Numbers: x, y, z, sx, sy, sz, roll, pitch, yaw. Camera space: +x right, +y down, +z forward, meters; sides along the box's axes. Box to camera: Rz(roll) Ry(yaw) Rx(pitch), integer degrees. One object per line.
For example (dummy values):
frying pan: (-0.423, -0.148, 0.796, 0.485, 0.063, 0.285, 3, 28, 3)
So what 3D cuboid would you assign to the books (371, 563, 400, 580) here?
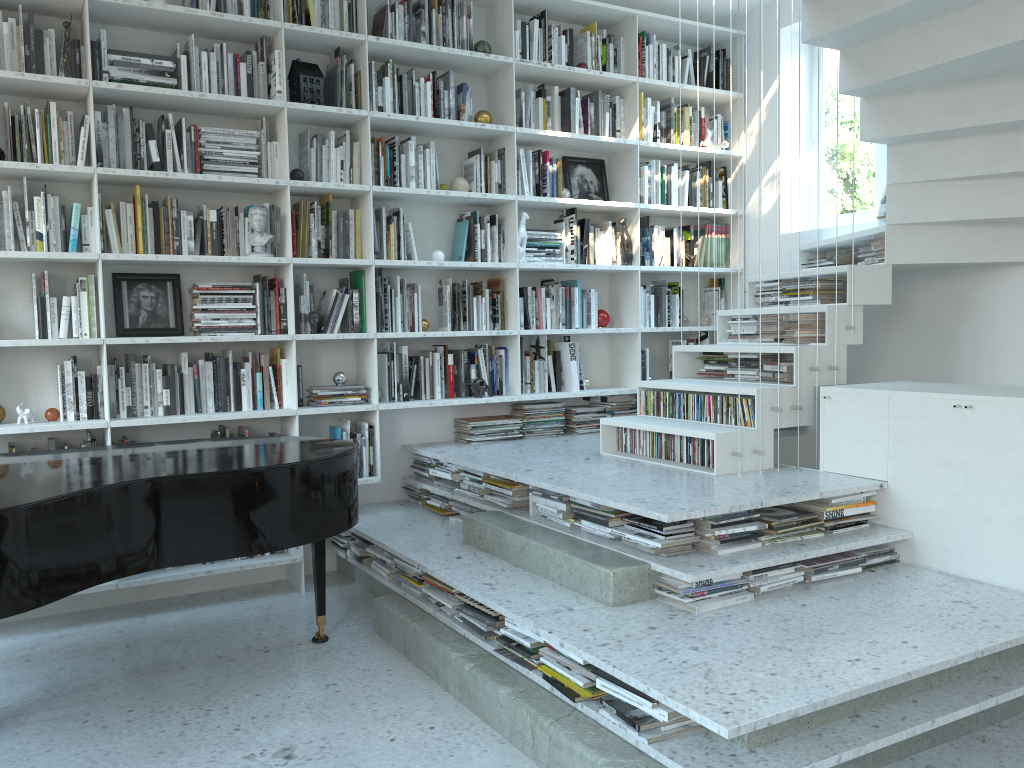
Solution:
books: (-0.526, 0.846, 4.065, 0.177, 0.026, 0.230, -3, 4, -26)

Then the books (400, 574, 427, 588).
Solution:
books: (-0.362, 0.832, 3.798, 0.164, 0.012, 0.205, -3, 4, -29)

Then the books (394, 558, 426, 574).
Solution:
books: (-0.372, 0.762, 3.789, 0.171, 0.015, 0.252, -3, 4, -32)

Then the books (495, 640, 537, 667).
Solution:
books: (0.091, 0.895, 2.994, 0.171, 0.005, 0.297, -3, 4, -30)

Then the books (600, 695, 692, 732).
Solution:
books: (0.377, 0.897, 2.460, 0.187, 0.017, 0.205, -3, 4, -24)

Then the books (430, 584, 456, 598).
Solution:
books: (-0.212, 0.802, 3.525, 0.169, 0.009, 0.241, -3, 4, -29)

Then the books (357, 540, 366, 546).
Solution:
books: (-0.660, 0.767, 4.338, 0.143, 0.019, 0.230, -3, 4, -28)

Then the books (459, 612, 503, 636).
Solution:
books: (-0.057, 0.866, 3.260, 0.147, 0.008, 0.290, -3, 4, -33)

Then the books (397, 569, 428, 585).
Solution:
books: (-0.367, 0.813, 3.794, 0.159, 0.011, 0.246, -3, 4, -33)

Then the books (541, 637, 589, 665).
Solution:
books: (0.229, 0.795, 2.720, 0.182, 0.016, 0.256, -3, 4, -26)

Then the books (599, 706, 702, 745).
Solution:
books: (0.383, 0.928, 2.465, 0.184, 0.017, 0.230, -3, 4, -27)

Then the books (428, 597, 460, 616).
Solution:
books: (-0.216, 0.873, 3.527, 0.161, 0.008, 0.254, -3, 4, -24)

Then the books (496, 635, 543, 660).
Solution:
books: (0.081, 0.870, 2.987, 0.189, 0.013, 0.215, -3, 4, -31)

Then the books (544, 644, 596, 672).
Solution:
books: (0.238, 0.824, 2.727, 0.175, 0.006, 0.251, -3, 4, -29)

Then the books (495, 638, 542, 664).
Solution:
books: (0.087, 0.880, 2.991, 0.180, 0.008, 0.267, -3, 4, -30)

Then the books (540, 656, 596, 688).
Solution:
books: (0.230, 0.866, 2.725, 0.191, 0.015, 0.246, -3, 4, -28)

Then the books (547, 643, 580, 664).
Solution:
books: (0.229, 0.808, 2.721, 0.178, 0.010, 0.195, -3, 4, -24)

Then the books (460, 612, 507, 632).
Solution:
books: (-0.065, 0.857, 3.255, 0.177, 0.011, 0.220, -3, 4, -27)

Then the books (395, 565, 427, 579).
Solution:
books: (-0.372, 0.790, 3.790, 0.169, 0.009, 0.241, -3, 4, -33)

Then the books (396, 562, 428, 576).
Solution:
books: (-0.378, 0.778, 3.786, 0.182, 0.016, 0.198, -3, 4, -24)

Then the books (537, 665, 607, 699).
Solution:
books: (0.228, 0.897, 2.726, 0.191, 0.006, 0.275, -3, 4, -27)

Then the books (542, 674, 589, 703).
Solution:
books: (0.225, 0.917, 2.725, 0.191, 0.016, 0.208, -3, 4, -24)

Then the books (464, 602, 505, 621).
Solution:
books: (-0.054, 0.817, 3.259, 0.142, 0.017, 0.239, -3, 4, -33)

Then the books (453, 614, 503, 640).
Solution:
books: (-0.073, 0.876, 3.252, 0.189, 0.009, 0.290, -3, 4, -26)

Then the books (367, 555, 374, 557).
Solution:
books: (-0.667, 0.811, 4.337, 0.147, 0.012, 0.206, -3, 4, -34)

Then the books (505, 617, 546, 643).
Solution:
books: (0.096, 0.816, 2.992, 0.141, 0.028, 0.222, -4, 4, -34)

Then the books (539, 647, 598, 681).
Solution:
books: (0.231, 0.842, 2.724, 0.168, 0.013, 0.281, -3, 4, -34)

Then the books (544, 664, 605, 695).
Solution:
books: (0.241, 0.890, 2.733, 0.170, 0.006, 0.268, -3, 4, -29)

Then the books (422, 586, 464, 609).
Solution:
books: (-0.219, 0.835, 3.523, 0.182, 0.013, 0.287, -3, 4, -28)

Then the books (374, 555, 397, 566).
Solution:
books: (-0.524, 0.790, 4.062, 0.171, 0.020, 0.193, -3, 4, -25)

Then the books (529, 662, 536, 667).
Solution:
books: (0.095, 0.902, 2.997, 0.147, 0.008, 0.236, -3, 4, -24)

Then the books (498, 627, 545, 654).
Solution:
books: (0.086, 0.850, 2.989, 0.171, 0.007, 0.260, -3, 4, -26)

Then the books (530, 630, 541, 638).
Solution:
books: (0.094, 0.796, 2.990, 0.139, 0.013, 0.288, -3, 4, -24)

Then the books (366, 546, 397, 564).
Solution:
books: (-0.528, 0.772, 4.059, 0.180, 0.015, 0.294, -3, 4, -31)

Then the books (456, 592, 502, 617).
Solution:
books: (-0.066, 0.794, 3.251, 0.170, 0.014, 0.280, -3, 4, -32)

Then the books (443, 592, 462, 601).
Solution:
books: (-0.208, 0.810, 3.528, 0.155, 0.009, 0.297, -3, 4, -28)

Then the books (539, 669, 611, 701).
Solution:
books: (0.234, 0.904, 2.729, 0.178, 0.009, 0.276, -3, 4, -31)

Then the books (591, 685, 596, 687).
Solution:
books: (0.248, 0.880, 2.736, 0.154, 0.014, 0.196, -3, 4, -29)

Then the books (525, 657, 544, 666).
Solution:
books: (0.092, 0.888, 2.994, 0.159, 0.009, 0.275, -3, 4, -26)

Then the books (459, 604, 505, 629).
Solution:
books: (-0.063, 0.839, 3.255, 0.160, 0.025, 0.243, -4, 4, -34)

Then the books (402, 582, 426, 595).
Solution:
books: (-0.362, 0.865, 3.800, 0.157, 0.014, 0.180, -3, 4, -32)

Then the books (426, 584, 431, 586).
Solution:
books: (-0.351, 0.821, 3.804, 0.123, 0.008, 0.294, -3, 4, -26)

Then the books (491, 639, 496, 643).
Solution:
books: (-0.054, 0.892, 3.263, 0.142, 0.012, 0.291, -3, 4, -25)

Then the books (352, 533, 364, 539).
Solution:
books: (-0.662, 0.747, 4.336, 0.126, 0.005, 0.290, -3, 4, -34)

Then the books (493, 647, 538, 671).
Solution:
books: (0.077, 0.909, 2.987, 0.193, 0.005, 0.224, -3, 4, -33)

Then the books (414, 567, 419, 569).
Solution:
books: (-0.369, 0.749, 3.789, 0.174, 0.011, 0.227, -3, 4, -30)

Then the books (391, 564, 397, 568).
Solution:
books: (-0.510, 0.805, 4.071, 0.147, 0.012, 0.206, -3, 4, -28)

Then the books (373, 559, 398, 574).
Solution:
books: (-0.520, 0.826, 4.067, 0.172, 0.014, 0.221, -3, 4, -28)

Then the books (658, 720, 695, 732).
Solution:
books: (0.409, 0.911, 2.479, 0.132, 0.014, 0.205, -3, 4, -29)

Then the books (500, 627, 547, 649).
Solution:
books: (0.084, 0.839, 2.987, 0.180, 0.017, 0.182, -3, 4, -32)

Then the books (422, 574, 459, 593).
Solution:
books: (-0.222, 0.778, 3.518, 0.179, 0.012, 0.249, -3, 4, -32)

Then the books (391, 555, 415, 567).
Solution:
books: (-0.382, 0.742, 3.781, 0.193, 0.005, 0.224, -3, 4, -33)

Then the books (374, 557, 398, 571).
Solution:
books: (-0.509, 0.814, 4.072, 0.149, 0.007, 0.300, -3, 4, -29)

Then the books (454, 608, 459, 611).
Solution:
books: (-0.197, 0.865, 3.537, 0.128, 0.005, 0.296, -3, 4, -27)

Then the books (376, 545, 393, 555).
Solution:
books: (-0.519, 0.743, 4.062, 0.159, 0.006, 0.285, -3, 4, -27)

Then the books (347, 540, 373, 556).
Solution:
books: (-0.684, 0.792, 4.326, 0.191, 0.028, 0.212, -3, 4, -25)

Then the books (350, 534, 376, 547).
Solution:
books: (-0.670, 0.754, 4.332, 0.160, 0.009, 0.291, -3, 4, -27)

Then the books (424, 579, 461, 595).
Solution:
books: (-0.219, 0.791, 3.520, 0.165, 0.014, 0.235, -3, 4, -34)

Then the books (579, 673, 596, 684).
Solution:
books: (0.241, 0.857, 2.731, 0.150, 0.004, 0.290, -3, 4, -25)

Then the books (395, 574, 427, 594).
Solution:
books: (-0.366, 0.844, 3.797, 0.159, 0.012, 0.292, -3, 4, -32)
